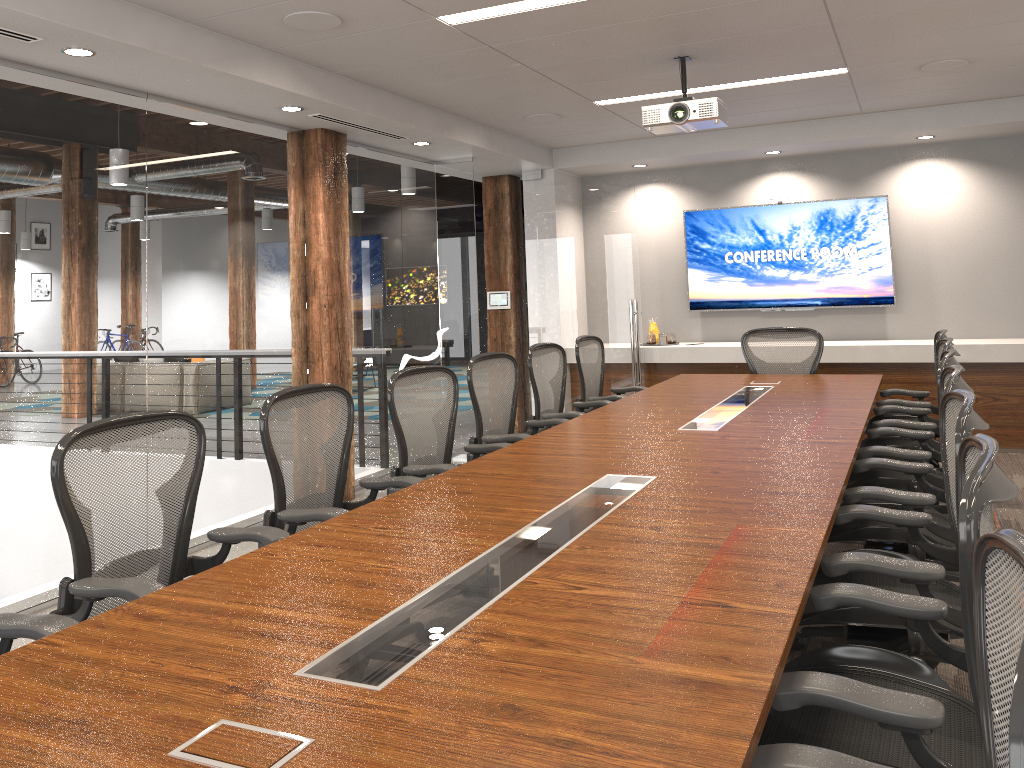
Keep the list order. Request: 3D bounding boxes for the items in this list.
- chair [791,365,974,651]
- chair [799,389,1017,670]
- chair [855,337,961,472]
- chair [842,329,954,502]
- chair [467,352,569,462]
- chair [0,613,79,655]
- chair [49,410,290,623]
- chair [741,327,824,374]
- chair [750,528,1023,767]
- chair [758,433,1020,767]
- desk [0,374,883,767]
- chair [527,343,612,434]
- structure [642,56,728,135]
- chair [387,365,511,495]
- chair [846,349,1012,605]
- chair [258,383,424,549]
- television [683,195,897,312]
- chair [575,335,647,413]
[{"bbox_3d":[1.397,0.483,3.272,0.758,1.101,0.800,-3,-1,27],"label":"chair"},{"bbox_3d":[1.082,0.578,2.495,0.791,1.101,0.766,-2,-1,6],"label":"chair"},{"bbox_3d":[2.100,0.302,4.730,0.757,1.101,0.800,-3,-1,36],"label":"chair"},{"bbox_3d":[2.432,0.212,5.454,0.758,1.101,0.800,-3,-1,27],"label":"chair"},{"bbox_3d":[0.135,0.377,4.751,0.759,1.101,0.799,-3,-1,18],"label":"chair"},{"bbox_3d":[-1.271,0.736,1.878,0.792,1.101,0.765,-2,-1,-1],"label":"chair"},{"bbox_3d":[-0.963,0.645,2.628,0.791,1.101,0.766,-2,-1,7],"label":"chair"},{"bbox_3d":[1.952,0.151,6.208,0.769,1.101,0.788,-2,-1,9],"label":"chair"},{"bbox_3d":[0.394,0.759,1.040,0.790,1.101,0.767,-3,-1,19],"label":"chair"},{"bbox_3d":[0.715,0.664,1.819,0.759,1.101,0.799,-3,-1,25],"label":"chair"},{"bbox_3d":[0.655,0.649,3.517,1.399,0.758,6.060,-1,6,25],"label":"desk"},{"bbox_3d":[0.438,0.283,5.526,0.791,1.101,0.766,-2,-1,9],"label":"chair"},{"bbox_3d":[1.057,-1.791,5.363,0.458,0.460,0.317,-2,-1,25],"label":"structure"},{"bbox_3d":[-0.211,0.465,4.050,0.791,1.101,0.766,-2,-1,11],"label":"chair"},{"bbox_3d":[1.771,0.396,3.954,0.791,1.101,0.766,-2,-1,11],"label":"chair"},{"bbox_3d":[-0.553,0.557,3.301,0.759,1.101,0.799,-3,-1,14],"label":"chair"},{"bbox_3d":[2.621,-1.258,8.380,1.902,1.119,0.064,-1,-4,25],"label":"television"},{"bbox_3d":[0.804,0.197,6.204,0.758,1.101,0.800,-3,-1,31],"label":"chair"}]
